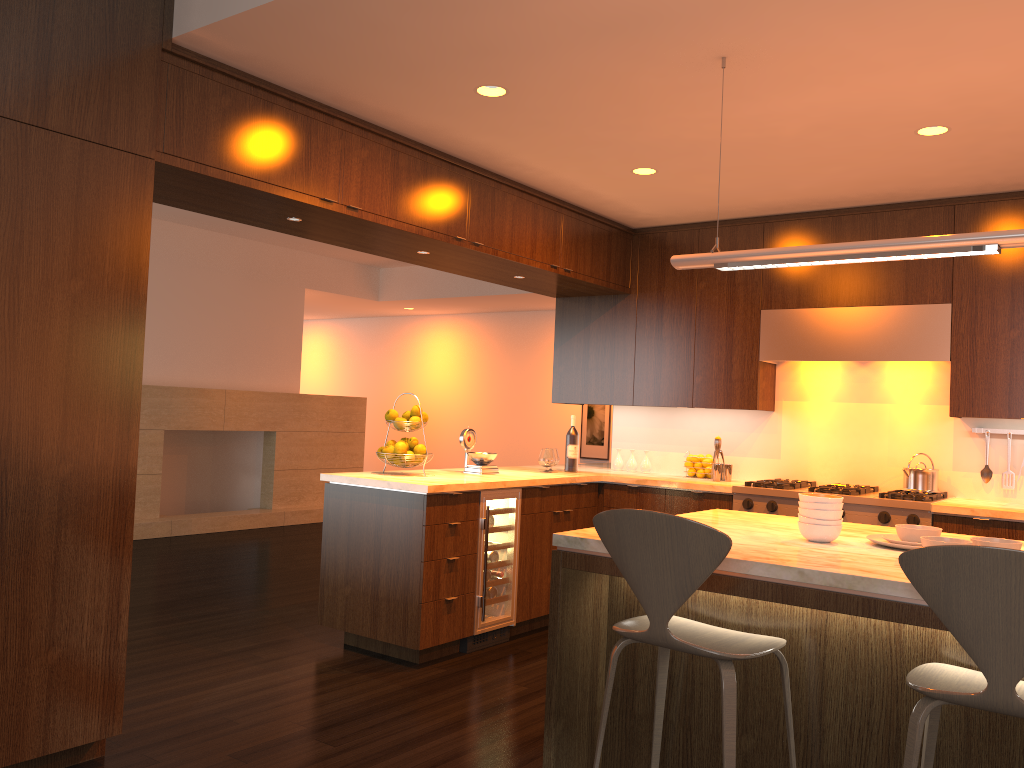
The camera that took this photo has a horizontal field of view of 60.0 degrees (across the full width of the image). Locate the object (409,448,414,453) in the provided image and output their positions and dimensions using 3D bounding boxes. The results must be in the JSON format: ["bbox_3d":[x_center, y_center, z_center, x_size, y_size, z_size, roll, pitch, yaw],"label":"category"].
[{"bbox_3d":[-0.547,0.366,5.005,0.070,0.072,0.071,3,-2,0],"label":"object"}]

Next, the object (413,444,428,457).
[{"bbox_3d":[-0.507,0.369,4.910,0.077,0.074,0.078,4,-2,-38],"label":"object"}]

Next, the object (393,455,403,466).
[{"bbox_3d":[-0.633,0.421,4.933,0.063,0.069,0.070,3,-2,-1],"label":"object"}]

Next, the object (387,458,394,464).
[{"bbox_3d":[-0.672,0.426,4.984,0.056,0.053,0.057,3,-2,-4],"label":"object"}]

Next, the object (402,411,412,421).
[{"bbox_3d":[-0.590,0.181,5.007,0.061,0.063,0.062,4,-2,-29],"label":"object"}]

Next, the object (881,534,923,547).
[{"bbox_3d":[1.296,0.508,2.831,0.216,0.025,0.217,4,-2,-37],"label":"object"}]

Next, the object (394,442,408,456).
[{"bbox_3d":[-0.608,0.356,4.856,0.068,0.077,0.079,2,-2,12],"label":"object"}]

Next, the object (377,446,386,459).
[{"bbox_3d":[-0.720,0.384,4.966,0.068,0.069,0.065,2,-2,13],"label":"object"}]

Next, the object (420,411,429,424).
[{"bbox_3d":[-0.508,0.192,5.017,0.071,0.074,0.070,4,-2,-32],"label":"object"}]

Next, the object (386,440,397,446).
[{"bbox_3d":[-0.670,0.348,4.966,0.067,0.071,0.069,3,-2,-18],"label":"object"}]

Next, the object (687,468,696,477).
[{"bbox_3d":[1.181,0.580,5.829,0.060,0.057,0.052,3,-2,-19],"label":"object"}]

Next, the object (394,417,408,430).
[{"bbox_3d":[-0.622,0.221,4.957,0.078,0.072,0.077,2,-2,2],"label":"object"}]

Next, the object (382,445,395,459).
[{"bbox_3d":[-0.677,0.375,4.897,0.077,0.077,0.077,4,-3,-42],"label":"object"}]

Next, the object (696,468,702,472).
[{"bbox_3d":[1.241,0.583,5.848,0.057,0.060,0.052,3,-2,-15],"label":"object"}]

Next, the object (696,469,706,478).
[{"bbox_3d":[1.237,0.588,5.805,0.064,0.063,0.074,3,-2,0],"label":"object"}]

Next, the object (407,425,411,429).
[{"bbox_3d":[-0.563,0.225,5.032,0.071,0.072,0.071,3,-2,-22],"label":"object"}]

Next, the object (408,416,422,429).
[{"bbox_3d":[-0.541,0.216,4.959,0.078,0.077,0.077,4,-2,-37],"label":"object"}]

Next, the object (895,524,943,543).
[{"bbox_3d":[1.297,0.487,2.832,0.138,0.059,0.139,4,-2,-28],"label":"object"}]

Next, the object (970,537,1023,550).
[{"bbox_3d":[1.430,0.491,2.621,0.138,0.059,0.139,4,-2,-28],"label":"object"}]

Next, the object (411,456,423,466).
[{"bbox_3d":[-0.537,0.421,4.964,0.078,0.075,0.078,2,-2,14],"label":"object"}]

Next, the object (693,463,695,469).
[{"bbox_3d":[1.217,0.534,5.870,0.064,0.053,0.051,3,-2,-18],"label":"object"}]

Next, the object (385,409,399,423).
[{"bbox_3d":[-0.676,0.180,4.987,0.075,0.079,0.077,4,-3,-44],"label":"object"}]

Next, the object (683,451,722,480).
[{"bbox_3d":[1.257,0.534,5.860,0.207,0.175,0.189,1,-2,34],"label":"object"}]

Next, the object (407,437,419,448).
[{"bbox_3d":[-0.550,0.326,4.929,0.062,0.063,0.060,1,-3,44],"label":"object"}]

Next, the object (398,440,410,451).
[{"bbox_3d":[-0.606,0.348,4.925,0.077,0.075,0.077,2,-2,10],"label":"object"}]

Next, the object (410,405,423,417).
[{"bbox_3d":[-0.536,0.154,4.977,0.068,0.072,0.071,3,-2,-8],"label":"object"}]

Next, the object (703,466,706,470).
[{"bbox_3d":[1.286,0.553,5.837,0.051,0.053,0.062,3,-2,-13],"label":"object"}]

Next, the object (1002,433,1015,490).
[{"bbox_3d":[2.744,0.425,4.898,0.066,0.314,0.004,1,-2,36],"label":"object"}]

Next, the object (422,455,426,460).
[{"bbox_3d":[-0.522,0.403,5.056,0.073,0.072,0.071,3,-2,-10],"label":"object"}]

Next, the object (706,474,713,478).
[{"bbox_3d":[1.295,0.592,5.803,0.051,0.053,0.063,3,-2,-13],"label":"object"}]

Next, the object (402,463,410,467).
[{"bbox_3d":[-0.601,0.436,4.996,0.062,0.062,0.062,3,-2,-10],"label":"object"}]

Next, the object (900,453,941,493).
[{"bbox_3d":[2.333,0.502,5.060,0.221,0.218,0.221,2,-2,21],"label":"object"}]

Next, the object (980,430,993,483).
[{"bbox_3d":[2.656,0.407,4.959,0.061,0.296,0.020,1,-2,35],"label":"object"}]

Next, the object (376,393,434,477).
[{"bbox_3d":[-0.597,0.279,4.991,0.324,0.461,0.324,3,-2,-5],"label":"object"}]

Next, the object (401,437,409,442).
[{"bbox_3d":[-0.599,0.327,4.990,0.063,0.059,0.061,3,-2,-20],"label":"object"}]

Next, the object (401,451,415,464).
[{"bbox_3d":[-0.573,0.406,4.892,0.078,0.076,0.078,2,-2,24],"label":"object"}]

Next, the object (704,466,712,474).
[{"bbox_3d":[1.279,0.561,5.767,0.061,0.054,0.052,4,-3,-44],"label":"object"}]

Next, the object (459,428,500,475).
[{"bbox_3d":[-0.194,0.407,5.371,0.231,0.266,0.191,1,-2,39],"label":"object"}]

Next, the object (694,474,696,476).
[{"bbox_3d":[1.195,0.589,5.885,0.061,0.053,0.053,2,-2,22],"label":"object"}]

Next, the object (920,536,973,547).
[{"bbox_3d":[1.264,0.483,2.583,0.138,0.059,0.139,4,-2,-28],"label":"object"}]
